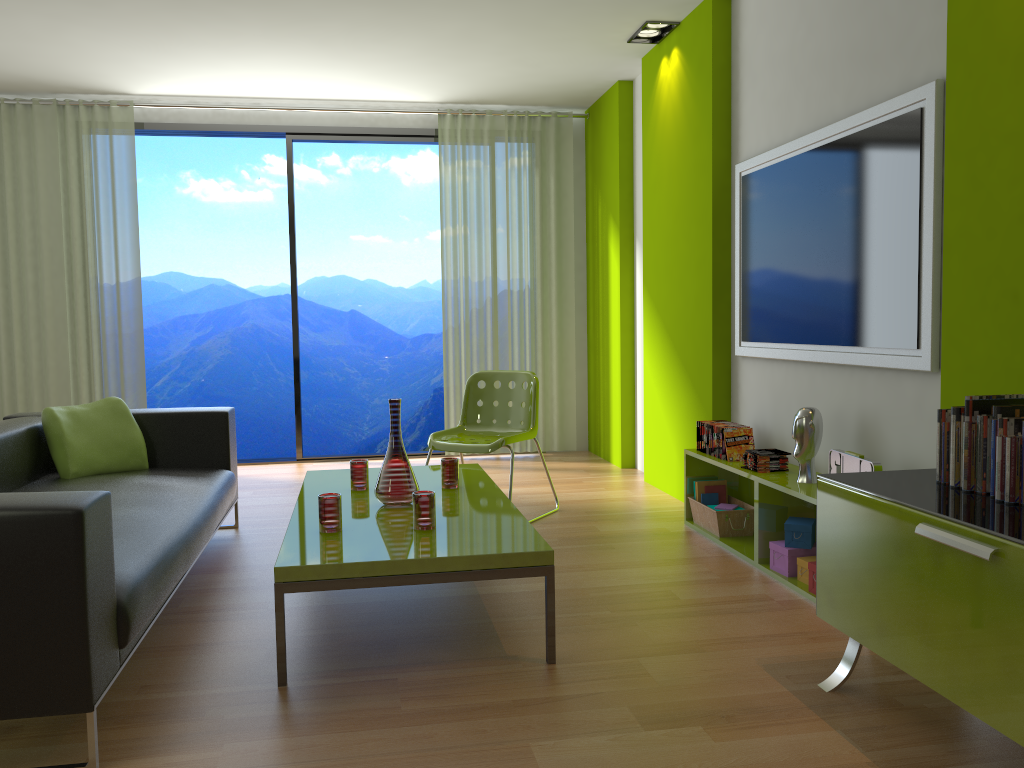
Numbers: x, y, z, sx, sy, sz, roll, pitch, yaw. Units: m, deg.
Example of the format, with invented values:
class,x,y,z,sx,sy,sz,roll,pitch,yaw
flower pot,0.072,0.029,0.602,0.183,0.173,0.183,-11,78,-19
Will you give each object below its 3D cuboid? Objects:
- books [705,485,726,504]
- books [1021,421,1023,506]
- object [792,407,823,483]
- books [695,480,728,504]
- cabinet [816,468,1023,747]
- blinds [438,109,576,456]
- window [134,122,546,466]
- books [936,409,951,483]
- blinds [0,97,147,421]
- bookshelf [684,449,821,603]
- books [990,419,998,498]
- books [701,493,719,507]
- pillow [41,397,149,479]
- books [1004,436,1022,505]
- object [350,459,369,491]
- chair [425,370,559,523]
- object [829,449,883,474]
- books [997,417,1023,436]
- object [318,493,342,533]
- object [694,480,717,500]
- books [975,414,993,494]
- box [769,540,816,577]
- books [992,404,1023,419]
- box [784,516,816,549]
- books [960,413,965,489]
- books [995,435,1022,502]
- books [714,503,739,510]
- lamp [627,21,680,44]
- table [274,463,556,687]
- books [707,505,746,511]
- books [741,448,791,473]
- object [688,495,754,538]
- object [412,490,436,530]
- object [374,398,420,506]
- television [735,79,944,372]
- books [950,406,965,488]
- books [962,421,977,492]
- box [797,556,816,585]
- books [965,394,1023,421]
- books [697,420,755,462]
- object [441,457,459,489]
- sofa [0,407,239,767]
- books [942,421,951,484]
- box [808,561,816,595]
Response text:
class,x,y,z,sx,sy,sz,roll,pitch,yaw
books,1.001,0.589,4.351,0.105,0.182,0.031,-2,4,-10
books,1.264,0.185,2.068,0.163,0.204,0.025,-2,4,-10
object,1.164,0.242,3.482,0.107,0.305,0.107,-5,5,-43
books,0.986,0.578,4.370,0.158,0.202,0.051,-2,4,-10
cabinet,1.384,0.656,0.911,0.547,0.593,3.384,-2,4,-10
blinds,-0.028,-0.755,6.695,1.012,2.568,0.067,-2,4,-10
window,-1.415,-0.649,6.688,3.336,2.498,0.219,-2,4,-10
books,1.209,0.166,2.366,0.163,0.201,0.025,-2,4,-10
blinds,-3.101,-0.669,6.164,1.012,2.568,0.067,-2,4,-10
bookshelf,1.154,0.563,3.667,0.306,0.378,1.630,-2,4,-10
books,1.244,0.182,2.166,0.163,0.196,0.018,-2,4,-10
books,0.968,0.608,4.333,0.086,0.148,0.025,-2,4,-10
pillow,-1.900,0.250,4.023,0.269,0.362,0.399,2,5,39
books,1.249,0.204,2.092,0.185,0.164,0.025,-2,4,-10
object,-0.630,0.377,3.662,0.076,0.122,0.075,1,4,25
chair,-0.142,0.321,4.737,0.640,0.759,0.546,1,5,29
object,1.201,0.330,3.113,0.047,0.176,0.340,-1,4,-5
books,1.248,0.181,2.145,0.163,0.201,0.025,-2,4,-10
object,-0.601,0.427,2.931,0.076,0.122,0.075,1,4,25
object,0.982,0.578,4.394,0.158,0.200,0.040,-2,4,-10
books,1.236,0.176,2.214,0.163,0.201,0.032,-2,4,-10
box,1.132,0.691,3.514,0.202,0.116,0.135,-2,4,-15
books,1.250,0.165,2.187,0.144,0.227,0.025,-2,4,-10
box,1.138,0.587,3.500,0.102,0.093,0.138,1,4,25
books,1.226,0.172,2.278,0.161,0.201,0.013,-2,4,-10
books,1.242,0.202,2.120,0.185,0.162,0.025,-2,4,-10
books,1.015,0.582,4.193,0.087,0.008,0.110,1,5,30
lamp,0.789,-2.029,4.970,0.192,0.131,0.352,-2,4,-10
table,-0.414,0.623,3.404,0.810,0.349,1.682,-2,4,-10
books,1.021,0.599,4.176,0.143,0.025,0.182,-2,4,-10
books,1.084,0.327,3.798,0.164,0.078,0.172,-2,4,-11
object,1.007,0.631,4.243,0.213,0.129,0.367,-2,4,-10
object,-0.291,0.421,2.946,0.076,0.122,0.075,-5,6,-44
object,-0.435,0.255,3.331,0.168,0.400,0.168,-3,4,-24
television,1.245,-0.558,3.624,0.028,0.941,1.537,-2,4,-10
books,1.217,0.164,2.297,0.172,0.215,0.030,-2,4,-10
books,1.223,0.184,2.241,0.180,0.183,0.025,-2,4,-10
box,1.172,0.712,3.368,0.169,0.093,0.102,-2,4,-15
books,1.227,0.151,2.261,0.163,0.246,0.017,-2,4,-10
books,1.013,0.267,4.197,0.147,0.150,0.370,-2,4,-10
object,-0.257,0.370,3.671,0.076,0.122,0.075,1,4,25
sofa,-1.655,0.515,3.198,1.061,0.639,2.583,-2,4,-10
books,1.213,0.183,2.347,0.163,0.171,0.017,-2,4,-10
box,1.186,0.711,3.210,0.202,0.116,0.135,-2,4,-15
